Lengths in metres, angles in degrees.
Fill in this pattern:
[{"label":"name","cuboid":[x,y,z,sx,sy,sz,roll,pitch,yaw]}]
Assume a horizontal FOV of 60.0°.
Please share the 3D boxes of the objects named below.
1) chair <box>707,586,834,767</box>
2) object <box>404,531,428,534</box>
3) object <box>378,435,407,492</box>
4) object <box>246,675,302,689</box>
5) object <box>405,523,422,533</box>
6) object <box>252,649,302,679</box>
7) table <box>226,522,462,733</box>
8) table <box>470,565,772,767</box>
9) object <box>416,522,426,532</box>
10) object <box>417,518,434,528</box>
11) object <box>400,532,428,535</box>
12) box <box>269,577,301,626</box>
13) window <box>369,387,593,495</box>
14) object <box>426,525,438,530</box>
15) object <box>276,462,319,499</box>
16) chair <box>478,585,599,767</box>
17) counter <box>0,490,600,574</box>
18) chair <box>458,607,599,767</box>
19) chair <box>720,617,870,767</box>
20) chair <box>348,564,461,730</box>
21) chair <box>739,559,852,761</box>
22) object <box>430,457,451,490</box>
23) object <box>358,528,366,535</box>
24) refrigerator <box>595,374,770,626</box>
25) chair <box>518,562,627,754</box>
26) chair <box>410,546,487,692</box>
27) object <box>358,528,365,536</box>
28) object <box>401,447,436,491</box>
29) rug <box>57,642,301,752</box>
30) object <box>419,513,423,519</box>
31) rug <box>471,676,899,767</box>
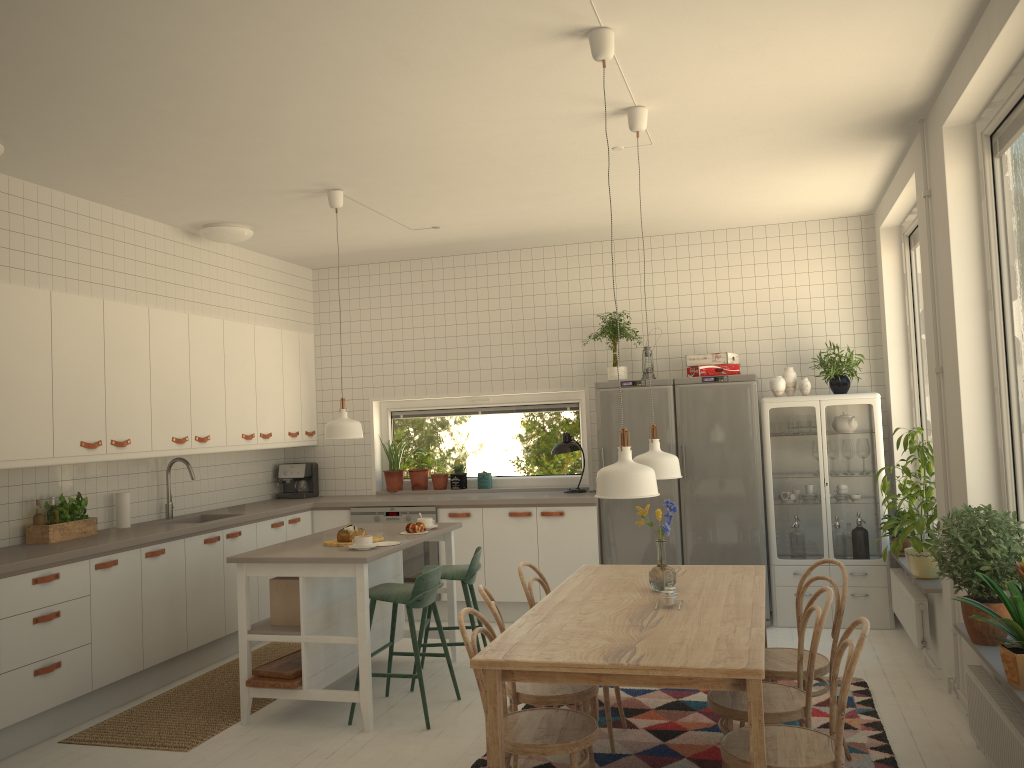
[{"label":"chair","cuboid":[0.985,1.182,3.360,0.483,0.811,0.385,-3,-3,13]},{"label":"object","cuboid":[-0.579,0.881,5.267,0.122,0.005,0.120,-4,-3,34]},{"label":"object","cuboid":[-0.987,0.660,7.531,0.300,0.499,0.333,-2,-3,-1]},{"label":"object","cuboid":[-1.166,1.529,4.693,0.280,0.030,0.430,-3,-2,16]},{"label":"object","cuboid":[-0.595,0.854,5.259,0.070,0.060,0.131,-1,-3,-36]},{"label":"object","cuboid":[-1.162,1.502,4.772,0.280,0.030,0.430,-4,-3,25]},{"label":"table","cuboid":[-0.881,1.326,5.135,0.794,0.864,1.423,-3,-3,16]},{"label":"table","cuboid":[0.560,1.245,3.516,0.894,0.749,1.797,-3,-3,16]},{"label":"object","cuboid":[-0.544,0.853,5.279,0.060,0.059,0.074,-2,-3,-15]},{"label":"object","cuboid":[-0.533,0.855,5.439,0.094,0.060,0.098,-3,-3,13]},{"label":"object","cuboid":[-0.579,0.883,5.263,0.167,0.005,0.167,-3,-2,12]},{"label":"box","cuboid":[-1.120,1.156,4.835,0.237,0.242,0.357,-3,-3,17]},{"label":"window","cuboid":[-0.248,0.486,7.398,1.898,0.816,0.293,-3,-3,16]},{"label":"object","cuboid":[-0.533,0.881,5.435,0.160,0.020,0.160,-3,-2,12]},{"label":"object","cuboid":[-1.848,0.821,7.513,0.316,0.292,0.279,-3,-3,17]},{"label":"chair","cuboid":[0.116,1.232,3.672,0.483,0.811,0.385,-2,-3,-2]},{"label":"counter","cuboid":[-1.271,0.919,5.012,2.856,0.163,4.843,-3,-2,16]},{"label":"chair","cuboid":[0.066,1.213,3.163,0.483,0.811,0.385,-3,-3,13]},{"label":"chair","cuboid":[0.918,1.164,2.858,0.483,0.811,0.385,-3,-3,18]},{"label":"chair","cuboid":[-0.570,1.348,4.675,0.446,0.752,0.485,-3,-3,16]},{"label":"chair","cuboid":[1.227,1.193,3.871,0.483,0.811,0.385,-2,-3,-12]},{"label":"object","cuboid":[-0.591,0.749,7.404,0.194,0.277,0.176,-2,-3,-17]},{"label":"object","cuboid":[-0.863,0.840,4.982,0.083,0.055,0.073,-4,-3,23]},{"label":"refrigerator","cuboid":[1.258,0.852,6.527,1.146,1.778,0.559,-3,-3,16]},{"label":"chair","cuboid":[0.289,1.245,4.152,0.483,0.811,0.385,-3,-3,18]},{"label":"chair","cuboid":[-0.365,1.364,5.258,0.446,0.752,0.485,-2,-3,1]},{"label":"object","cuboid":[-0.863,0.838,4.953,0.083,0.057,0.072,-3,-3,22]},{"label":"object","cuboid":[-0.781,0.711,7.484,0.258,0.370,0.234,-4,-3,28]},{"label":"rug","cuboid":[-1.627,1.795,5.274,0.750,0.004,1.999,-3,-2,16]},{"label":"object","cuboid":[-0.548,0.840,5.458,0.028,0.086,0.102,-1,-3,-33]},{"label":"rug","cuboid":[0.696,1.618,3.695,1.748,0.035,3.024,-3,-2,16]}]
